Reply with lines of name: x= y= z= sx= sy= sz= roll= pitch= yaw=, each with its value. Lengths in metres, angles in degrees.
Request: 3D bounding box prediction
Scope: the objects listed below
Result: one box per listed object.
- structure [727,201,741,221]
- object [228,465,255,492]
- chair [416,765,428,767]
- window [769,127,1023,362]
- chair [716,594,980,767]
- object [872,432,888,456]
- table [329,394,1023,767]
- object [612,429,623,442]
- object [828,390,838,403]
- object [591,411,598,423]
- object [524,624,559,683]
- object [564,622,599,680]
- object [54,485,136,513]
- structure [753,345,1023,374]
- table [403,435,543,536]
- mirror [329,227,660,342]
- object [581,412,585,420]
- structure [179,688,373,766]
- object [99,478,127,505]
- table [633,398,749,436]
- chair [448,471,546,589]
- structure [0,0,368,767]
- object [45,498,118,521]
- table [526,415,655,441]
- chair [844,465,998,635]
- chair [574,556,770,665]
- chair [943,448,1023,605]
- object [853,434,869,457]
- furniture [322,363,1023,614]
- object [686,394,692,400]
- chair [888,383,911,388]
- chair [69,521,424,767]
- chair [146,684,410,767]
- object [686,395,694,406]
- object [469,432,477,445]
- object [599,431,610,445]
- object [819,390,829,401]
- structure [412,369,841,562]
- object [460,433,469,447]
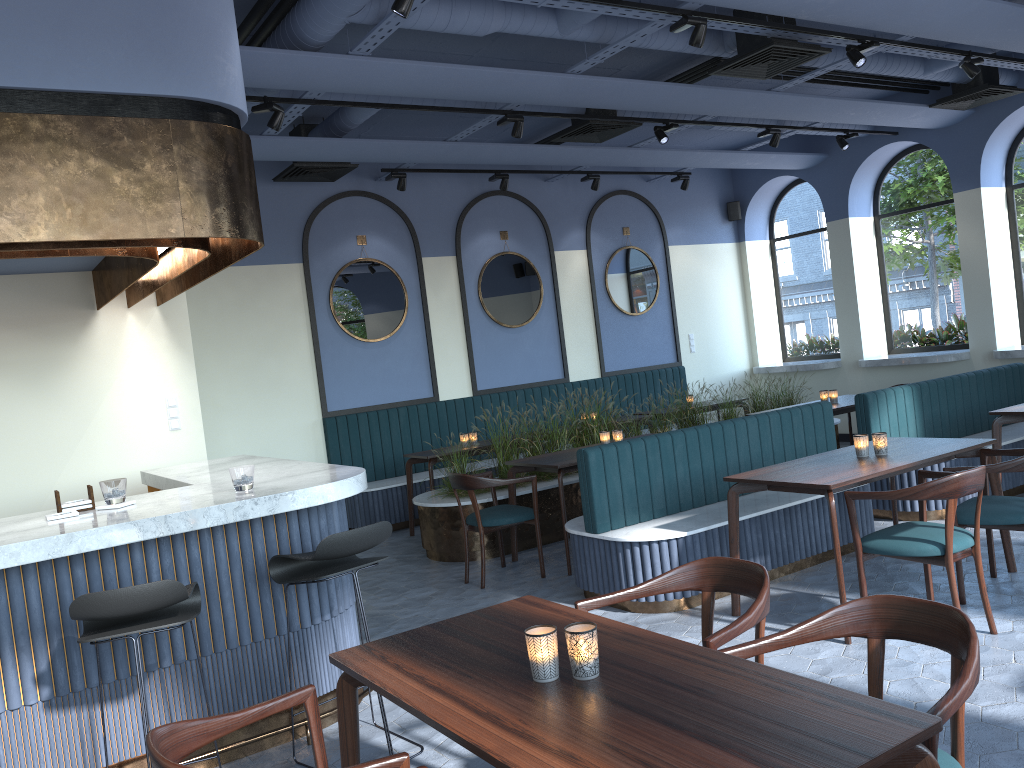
structure: x=-0.162 y=-1.732 z=5.982 sx=7.261 sy=0.268 sz=13.143 roll=-5 pitch=2 yaw=41
object: x=-1.167 y=0.410 z=3.847 sx=0.111 sy=0.102 sz=0.111 roll=-6 pitch=2 yaw=29
chair: x=-0.156 y=1.127 z=1.500 sx=0.525 sy=0.793 sz=0.618 roll=-8 pitch=2 yaw=-33
window: x=3.226 y=-1.193 z=4.784 sx=3.897 sy=2.394 sz=14.212 roll=-6 pitch=2 yaw=18
chair: x=0.891 y=0.979 z=2.174 sx=0.525 sy=0.793 sz=0.618 roll=-8 pitch=2 yaw=-33
object: x=2.031 y=0.330 z=4.890 sx=0.078 sy=0.120 sz=0.078 roll=-5 pitch=2 yaw=41
table: x=0.815 y=0.926 z=4.630 sx=3.997 sy=0.755 sz=9.778 roll=-5 pitch=2 yaw=41
object: x=0.814 y=0.414 z=6.814 sx=0.078 sy=0.120 sz=0.078 roll=-5 pitch=2 yaw=41
object: x=2.944 y=0.115 z=8.117 sx=0.078 sy=0.120 sz=0.078 roll=-7 pitch=2 yaw=-15
object: x=0.836 y=0.340 z=8.997 sx=0.078 sy=0.120 sz=0.078 roll=-5 pitch=2 yaw=41
object: x=0.076 y=0.655 z=2.154 sx=0.078 sy=0.120 sz=0.078 roll=-7 pitch=2 yaw=-15
object: x=0.172 y=0.644 z=2.137 sx=0.078 sy=0.120 sz=0.078 roll=-7 pitch=2 yaw=-15
object: x=-1.802 y=0.489 z=3.818 sx=0.342 sy=0.099 sz=0.171 roll=-7 pitch=2 yaw=1
structure: x=3.159 y=0.048 z=4.877 sx=4.315 sy=0.080 sz=14.155 roll=-6 pitch=2 yaw=19
table: x=-0.307 y=0.942 z=8.270 sx=1.285 sy=0.755 sz=0.548 roll=-8 pitch=2 yaw=-32
mirror: x=0.004 y=-1.175 z=9.947 sx=4.357 sy=1.089 sz=0.026 roll=-8 pitch=2 yaw=-32
object: x=0.740 y=0.351 z=9.014 sx=0.078 sy=0.120 sz=0.078 roll=-5 pitch=2 yaw=41
structure: x=0.031 y=1.368 z=1.770 sx=6.894 sy=0.250 sz=5.649 roll=-6 pitch=2 yaw=29
object: x=-1.704 y=0.462 z=3.799 sx=0.111 sy=0.102 sz=0.111 roll=-6 pitch=2 yaw=29
table: x=2.018 y=0.614 z=9.755 sx=1.332 sy=0.755 sz=0.548 roll=-8 pitch=2 yaw=-32
chair: x=-0.130 y=0.971 z=6.195 sx=0.525 sy=0.793 sz=0.618 roll=-8 pitch=2 yaw=-33
structure: x=-2.986 y=-0.138 z=4.235 sx=3.653 sy=3.800 sz=3.220 roll=-8 pitch=2 yaw=-32
object: x=-1.807 y=0.520 z=3.786 sx=0.339 sy=0.042 sz=0.249 roll=-8 pitch=2 yaw=-32
table: x=0.847 y=0.779 z=9.008 sx=1.332 sy=0.755 sz=0.548 roll=-8 pitch=2 yaw=-32
chair: x=1.979 y=0.782 z=4.201 sx=0.618 sy=0.793 sz=0.525 roll=-8 pitch=2 yaw=-33
chair: x=0.578 y=0.997 z=2.784 sx=0.525 sy=0.793 sz=0.618 roll=-8 pitch=2 yaw=-33
chair: x=2.586 y=0.696 z=4.586 sx=0.525 sy=0.793 sz=0.618 roll=-5 pitch=3 yaw=44
object: x=1.935 y=0.341 z=4.907 sx=0.078 sy=0.120 sz=0.078 roll=-5 pitch=2 yaw=41
furniture: x=1.466 y=0.537 z=8.035 sx=4.800 sy=1.150 sz=4.703 roll=-8 pitch=2 yaw=-32
object: x=1.962 y=0.179 z=9.773 sx=0.078 sy=0.120 sz=0.078 roll=-5 pitch=2 yaw=41
chair: x=3.781 y=0.418 z=8.694 sx=0.525 sy=0.793 sz=0.618 roll=-8 pitch=2 yaw=-33
chair: x=0.294 y=0.966 z=2.331 sx=6.322 sy=0.949 sz=3.651 roll=-8 pitch=2 yaw=-34
chair: x=-0.521 y=1.153 z=2.077 sx=0.525 sy=0.793 sz=0.618 roll=-8 pitch=2 yaw=-33
object: x=1.946 y=0.184 z=9.676 sx=0.078 sy=0.120 sz=0.078 roll=-5 pitch=2 yaw=41
object: x=-0.361 y=0.508 z=8.265 sx=0.078 sy=0.120 sz=0.078 roll=-7 pitch=2 yaw=-15
object: x=0.718 y=0.425 z=6.831 sx=0.078 sy=0.120 sz=0.078 roll=-5 pitch=2 yaw=41
object: x=2.887 y=0.119 z=8.197 sx=0.078 sy=0.120 sz=0.078 roll=-7 pitch=2 yaw=-15
structure: x=1.281 y=0.521 z=8.322 sx=4.878 sy=1.207 sz=1.143 roll=-8 pitch=2 yaw=-31
object: x=-0.440 y=0.520 z=8.209 sx=0.078 sy=0.120 sz=0.078 roll=-7 pitch=2 yaw=-15
